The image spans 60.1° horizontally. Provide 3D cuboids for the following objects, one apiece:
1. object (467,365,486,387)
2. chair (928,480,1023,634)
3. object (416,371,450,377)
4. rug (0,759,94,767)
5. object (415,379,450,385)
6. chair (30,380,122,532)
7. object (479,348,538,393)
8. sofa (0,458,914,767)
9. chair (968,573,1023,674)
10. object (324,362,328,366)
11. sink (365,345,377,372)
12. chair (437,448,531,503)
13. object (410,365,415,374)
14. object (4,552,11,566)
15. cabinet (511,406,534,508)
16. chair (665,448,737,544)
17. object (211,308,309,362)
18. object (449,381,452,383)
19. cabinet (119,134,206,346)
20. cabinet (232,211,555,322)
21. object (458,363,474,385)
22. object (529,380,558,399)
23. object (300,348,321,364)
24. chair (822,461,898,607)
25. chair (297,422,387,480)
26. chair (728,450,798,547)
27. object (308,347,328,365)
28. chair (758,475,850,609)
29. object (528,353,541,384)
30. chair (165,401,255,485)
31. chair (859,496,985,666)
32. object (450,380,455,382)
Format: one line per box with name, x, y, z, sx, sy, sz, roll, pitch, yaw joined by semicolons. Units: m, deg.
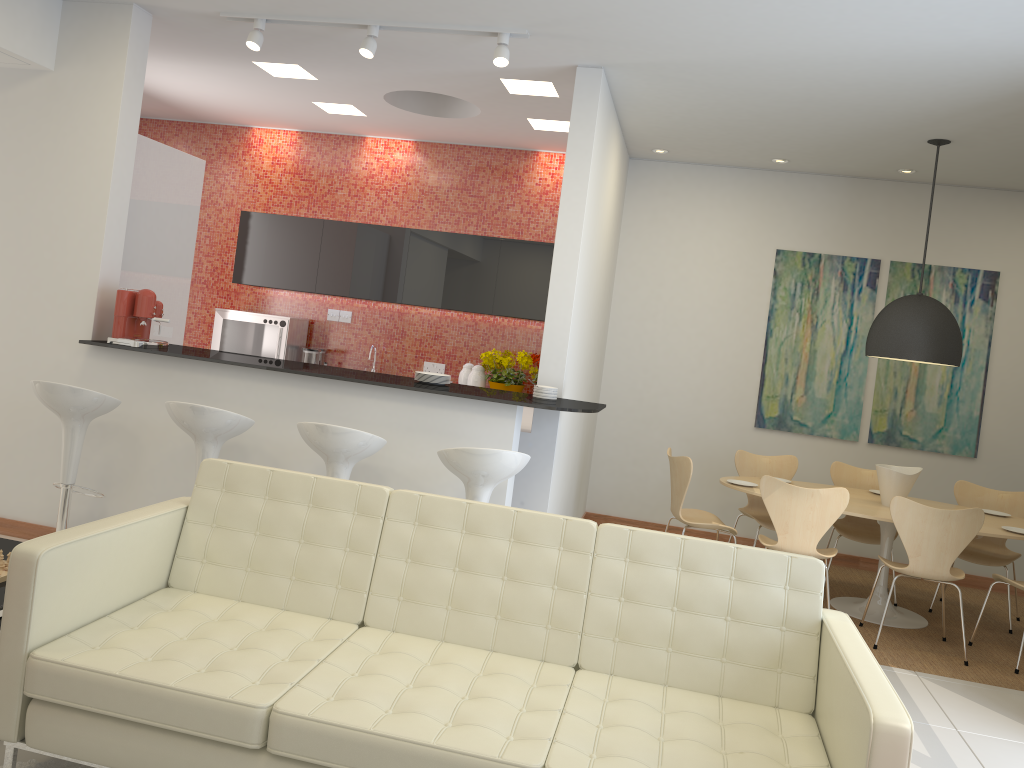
object;-0.298;-0.033;7.546;0.159;0.283;0.160;7;1;-27
chair;3.301;1.178;6.206;0.523;0.907;0.514;8;1;35
object;-0.459;-0.052;5.150;0.210;0.015;0.211;5;4;-35
rug;-0.582;1.399;1.742;3.332;0.004;2.443;8;3;12
object;-0.465;-0.011;5.150;0.210;0.015;0.211;5;4;-35
chair;-2.392;0.488;4.771;0.458;1.021;0.463;7;1;22
object;-0.037;-0.085;7.495;0.523;0.449;0.502;8;2;13
sofa;-0.204;0.914;2.878;2.568;0.922;1.000;8;2;11
chair;3.152;1.216;5.249;0.521;0.907;0.516;7;1;-6
object;-1.689;-0.151;8.003;0.037;0.092;0.037;7;0;11
sink;-1.272;-0.079;7.845;0.809;0.537;0.416;8;1;11
chair;-0.194;0.789;4.333;0.457;1.021;0.465;7;1;-3
object;-0.824;-0.064;7.648;0.165;0.178;0.011;8;0;25
object;-1.920;0.668;3.382;0.030;0.052;0.030;7;1;4
cabinet;-1.323;0.518;6.827;3.340;0.984;2.494;8;3;11
chair;1.266;0.934;6.012;0.515;0.907;0.522;7;1;-5
object;-2.290;-0.404;8.018;0.723;0.470;0.435;8;2;11
object;-0.585;0.014;7.757;0.120;0.084;0.121;6;2;-24
cabinet;-3.273;-0.456;6.056;1.639;2.523;1.056;7;1;11
cabinet;-0.882;-1.031;7.860;3.247;0.659;0.351;8;1;11
object;-0.385;-0.054;7.715;0.159;0.283;0.160;7;1;-27
object;0.179;0.029;5.112;0.173;0.097;0.140;7;2;4
object;-1.795;-0.207;7.867;0.172;0.215;0.171;8;1;30
chair;2.562;1.069;6.478;0.522;0.907;0.515;7;1;15
chair;-0.907;0.691;4.473;0.458;1.021;0.463;7;1;22
chair;1.900;0.984;6.516;0.520;0.907;0.516;7;1;-10
object;-1.789;-0.220;8.103;0.172;0.215;0.171;8;1;30
chair;1.758;1.028;5.469;0.522;0.907;0.515;7;1;18
object;0.373;-0.029;7.416;0.502;0.449;0.523;7;2;-9
chair;-1.619;0.594;4.616;0.458;1.021;0.463;7;1;22
chair;2.450;1.125;5.302;0.522;0.907;0.515;7;1;11
object;-0.578;-0.030;7.737;0.008;0.009;0.233;9;3;40
